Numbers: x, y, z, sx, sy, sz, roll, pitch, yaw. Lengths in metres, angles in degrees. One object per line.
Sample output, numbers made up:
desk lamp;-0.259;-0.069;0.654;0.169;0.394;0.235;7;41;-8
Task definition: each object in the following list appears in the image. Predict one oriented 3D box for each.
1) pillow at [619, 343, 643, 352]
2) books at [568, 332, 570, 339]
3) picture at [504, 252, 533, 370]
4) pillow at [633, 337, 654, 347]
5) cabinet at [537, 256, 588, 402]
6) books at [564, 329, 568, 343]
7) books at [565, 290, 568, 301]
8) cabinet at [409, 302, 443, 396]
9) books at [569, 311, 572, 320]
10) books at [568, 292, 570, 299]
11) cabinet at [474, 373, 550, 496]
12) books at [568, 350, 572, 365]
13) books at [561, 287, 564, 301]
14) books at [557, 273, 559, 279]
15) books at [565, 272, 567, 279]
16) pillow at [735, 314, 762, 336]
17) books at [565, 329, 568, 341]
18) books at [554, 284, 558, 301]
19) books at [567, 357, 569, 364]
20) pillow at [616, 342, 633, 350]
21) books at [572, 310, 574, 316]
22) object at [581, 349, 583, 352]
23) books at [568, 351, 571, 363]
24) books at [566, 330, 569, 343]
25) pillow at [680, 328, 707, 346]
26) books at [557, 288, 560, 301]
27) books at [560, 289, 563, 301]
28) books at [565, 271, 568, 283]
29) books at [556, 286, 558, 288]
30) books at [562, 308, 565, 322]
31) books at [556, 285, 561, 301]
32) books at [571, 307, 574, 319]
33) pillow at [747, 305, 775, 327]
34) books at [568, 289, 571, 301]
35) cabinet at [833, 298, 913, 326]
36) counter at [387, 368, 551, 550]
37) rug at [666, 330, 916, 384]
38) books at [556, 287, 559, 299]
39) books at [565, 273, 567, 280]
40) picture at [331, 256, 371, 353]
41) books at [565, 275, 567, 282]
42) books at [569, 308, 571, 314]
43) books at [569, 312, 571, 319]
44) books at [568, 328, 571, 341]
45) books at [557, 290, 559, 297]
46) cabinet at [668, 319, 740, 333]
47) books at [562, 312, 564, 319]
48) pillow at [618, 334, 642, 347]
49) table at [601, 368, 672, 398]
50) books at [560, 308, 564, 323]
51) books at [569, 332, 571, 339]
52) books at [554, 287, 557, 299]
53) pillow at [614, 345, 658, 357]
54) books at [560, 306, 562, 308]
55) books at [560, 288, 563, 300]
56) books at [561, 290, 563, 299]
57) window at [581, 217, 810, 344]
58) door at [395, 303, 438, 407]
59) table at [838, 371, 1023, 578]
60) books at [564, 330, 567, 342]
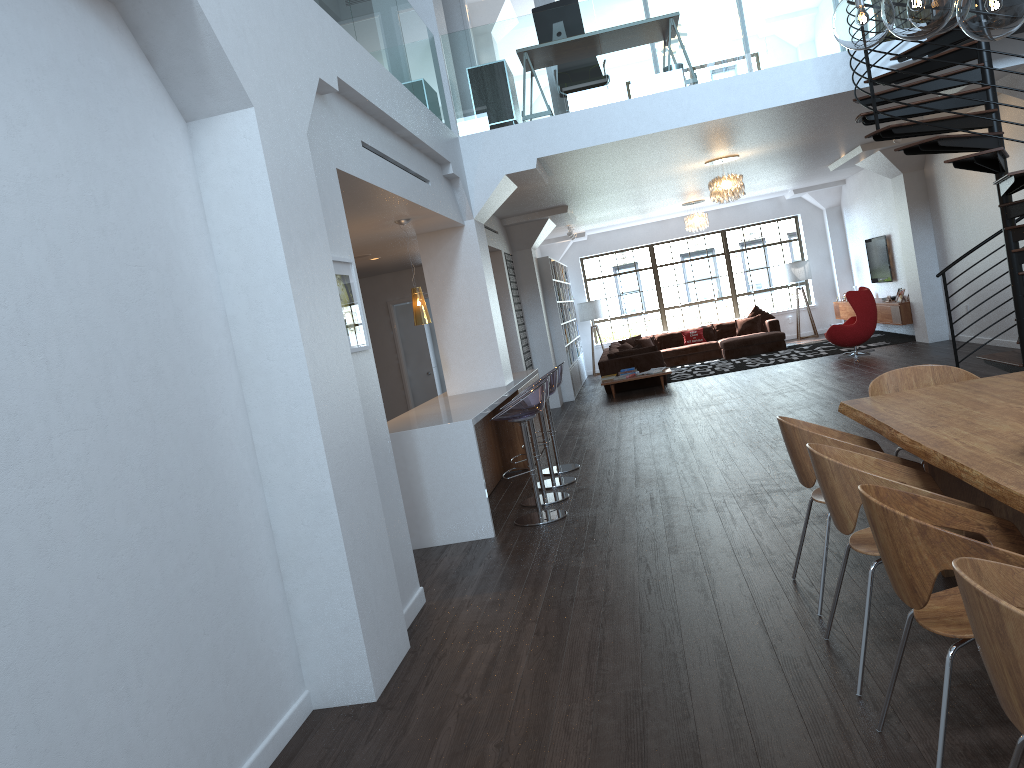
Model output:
pillow;2.094;-0.490;15.127;0.269;0.411;0.559;-14;5;-36
books;0.949;-0.877;16.143;0.183;0.253;0.034;-10;4;8
picture;0.168;-0.788;13.373;0.021;2.380;0.800;-10;4;9
pillow;2.683;-0.783;18.010;0.489;0.337;0.238;-12;4;-22
cabinet;0.888;-1.087;16.841;0.461;2.414;4.500;-10;4;8
books;0.874;-0.827;15.640;0.183;0.253;0.034;-10;4;8
books;1.019;-1.757;17.743;0.158;0.226;0.052;-10;4;8
cabinet;-1.860;-0.691;14.492;0.527;2.991;2.630;-10;4;8
books;1.123;-1.360;17.737;0.107;0.167;0.017;-10;4;8
books;1.073;-1.805;18.084;0.183;0.253;0.034;-10;4;8
cabinet;-0.339;0.552;8.617;0.898;0.796;4.493;-10;4;8
books;0.942;-0.453;15.640;0.183;0.253;0.042;-10;4;8
books;0.844;-1.662;16.466;0.197;0.283;0.065;-10;4;8
books;0.793;-1.972;16.411;0.128;0.178;0.022;-10;4;8
books;1.039;-2.202;18.413;0.183;0.253;0.042;-10;4;8
pillow;4.721;-1.169;17.726;0.542;0.362;0.248;-8;5;29
books;0.882;-0.831;15.673;0.183;0.253;0.034;-10;4;8
books;0.666;-1.522;14.963;0.176;0.290;0.053;-10;4;8
books;0.861;-0.395;15.050;0.180;0.251;0.048;-10;4;8
pillow;2.179;-0.586;16.553;0.325;0.391;0.625;-9;4;25
books;1.198;-1.449;18.503;0.161;0.207;0.135;-10;4;8
object;1.340;-0.676;18.865;0.331;0.088;0.410;-10;4;8
books;0.924;-0.447;15.555;0.180;0.259;0.042;-10;4;8
books;0.900;-0.844;15.807;0.183;0.253;0.034;-10;4;8
pillow;3.688;-0.957;18.004;0.465;0.308;0.220;-10;4;5
books;0.737;-1.555;15.582;0.174;0.240;0.054;-10;4;8
books;0.808;-1.612;16.084;0.182;0.253;0.034;-10;4;8
books;1.050;-2.211;18.500;0.183;0.253;0.042;-10;4;8
books;0.730;-1.584;15.696;0.198;0.284;0.049;-10;4;8
books;0.827;-1.201;15.684;0.182;0.253;0.034;-10;4;8
books;0.752;-1.595;15.745;0.176;0.291;0.053;-10;4;8
books;1.168;-1.457;18.358;0.183;0.253;0.042;-10;4;8
pillow;4.927;-1.301;17.853;0.651;0.587;0.335;-12;4;-13
books;1.096;-1.820;18.243;0.183;0.253;0.034;-10;4;8
cabinet;6.590;-1.341;16.064;0.459;0.350;4.501;-10;4;8
counter;0.336;0.526;6.880;3.039;0.860;8.182;-12;4;-21
rug;4.721;-0.508;15.767;4.200;0.007;3.100;-10;4;10
books;0.711;-1.549;15.472;0.183;0.253;0.042;-10;4;8
books;1.033;-2.198;18.370;0.183;0.253;0.042;-10;4;8
picture;-0.866;-0.413;4.632;0.018;0.500;0.500;-10;4;8
books;1.021;-2.190;18.284;0.183;0.253;0.042;-10;4;8
books;1.105;-1.392;17.771;0.140;0.231;0.042;-10;4;8
books;1.085;-1.344;17.541;0.128;0.178;0.022;-10;4;8
books;0.972;-0.893;16.302;0.183;0.253;0.034;-10;4;8
books;0.733;-1.540;15.508;0.161;0.223;0.032;-10;4;8
cabinet;4.134;-0.934;18.854;1.520;0.625;0.350;-10;4;8
books;0.815;-1.186;15.612;0.174;0.239;0.045;-10;4;8
pillow;2.506;-0.777;18.132;0.580;0.418;0.334;-12;4;-18
table;1.995;-0.008;14.121;1.100;0.271;0.853;-10;4;8
books;0.799;-1.183;15.513;0.182;0.253;0.034;-10;4;8
books;1.005;-0.902;16.555;0.161;0.223;0.026;-10;4;8
books;0.652;-1.490;14.889;0.174;0.242;0.105;-10;4;8
pillow;2.104;-0.430;14.861;0.750;0.364;0.289;-10;4;8
books;0.821;-1.223;15.746;0.176;0.294;0.102;-10;4;8
books;0.829;-1.626;16.280;0.170;0.245;0.057;-10;4;8
books;0.840;-1.629;16.330;0.174;0.239;0.045;-10;4;8
window;3.969;-2.223;19.303;4.648;1.905;0.114;-10;4;8
door;-1.637;-0.209;13.848;0.826;2.032;0.174;-10;4;8
table;2.008;0.560;2.759;1.012;0.750;3.803;-10;4;9
books;0.866;-0.816;15.559;0.171;0.246;0.057;-10;4;8
